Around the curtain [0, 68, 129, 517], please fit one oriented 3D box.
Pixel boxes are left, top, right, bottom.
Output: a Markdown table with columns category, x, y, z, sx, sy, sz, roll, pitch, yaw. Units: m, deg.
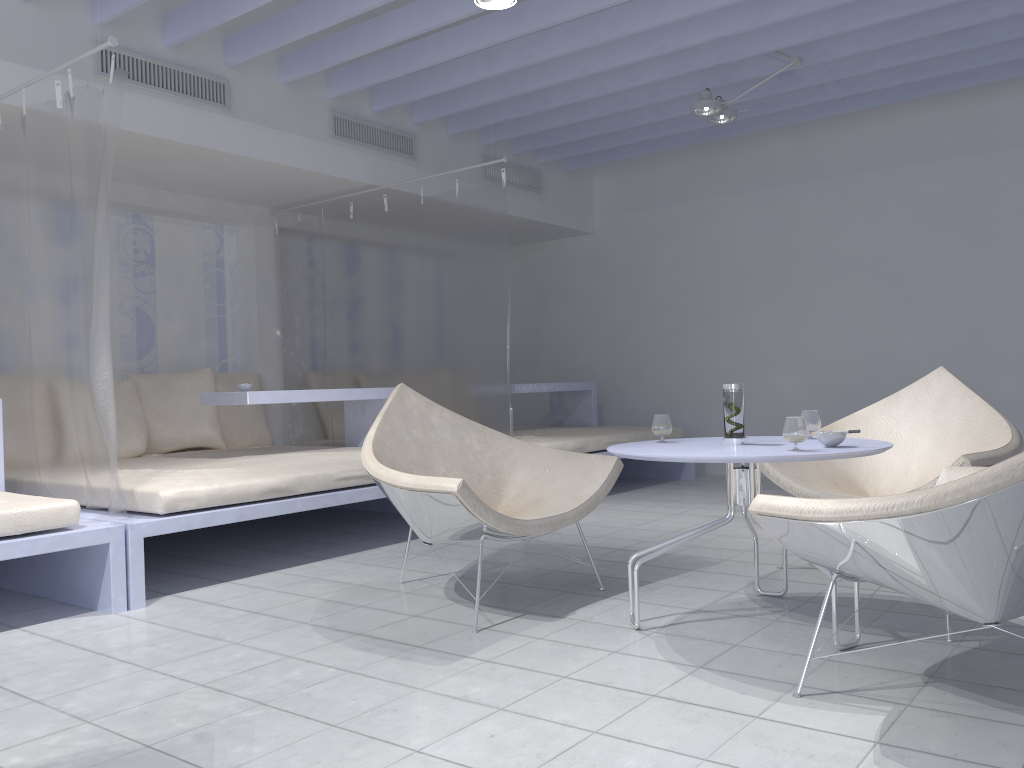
| category | x | y | z | sx | sy | sz | roll | pitch | yaw |
| --- | --- | --- | --- | --- | --- | --- | --- | --- | --- |
| curtain | -2.112 | -0.296 | 3.640 | 2.050 | 1.552 | 0.151 | -2 | 0 | 37 |

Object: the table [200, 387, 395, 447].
| category | x | y | z | sx | sy | sz | roll | pitch | yaw |
| --- | --- | --- | --- | --- | --- | --- | --- | --- | --- |
| table | -1.152 | 0.259 | 4.970 | 0.416 | 0.450 | 1.065 | -2 | 0 | 37 |

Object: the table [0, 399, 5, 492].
| category | x | y | z | sx | sy | sz | roll | pitch | yaw |
| --- | --- | --- | --- | --- | --- | --- | --- | --- | --- |
| table | -2.496 | 0.297 | 3.209 | 0.416 | 0.450 | 1.065 | -2 | 0 | 37 |

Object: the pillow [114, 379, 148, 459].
| category | x | y | z | sx | sy | sz | roll | pitch | yaw |
| --- | --- | --- | --- | --- | --- | --- | --- | --- | --- |
| pillow | -2.289 | 0.190 | 4.913 | 0.307 | 0.482 | 0.528 | -2 | 0 | 42 |

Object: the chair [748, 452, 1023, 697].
| category | x | y | z | sx | sy | sz | roll | pitch | yaw |
| --- | --- | --- | --- | --- | --- | --- | --- | --- | --- |
| chair | 1.103 | 0.322 | 1.955 | 0.906 | 0.759 | 0.753 | -2 | 0 | -35 |

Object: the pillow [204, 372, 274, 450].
| category | x | y | z | sx | sy | sz | roll | pitch | yaw |
| --- | --- | --- | --- | --- | --- | --- | --- | --- | --- |
| pillow | -1.784 | 0.176 | 5.706 | 0.230 | 0.521 | 0.524 | -2 | 0 | 35 |

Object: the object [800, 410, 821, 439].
| category | x | y | z | sx | sy | sz | roll | pitch | yaw |
| --- | --- | --- | --- | --- | --- | --- | --- | --- | --- |
| object | 0.953 | 0.130 | 2.836 | 0.068 | 0.091 | 0.068 | -2 | 0 | 27 |

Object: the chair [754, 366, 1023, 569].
| category | x | y | z | sx | sy | sz | roll | pitch | yaw |
| --- | --- | --- | --- | --- | --- | --- | --- | --- | --- |
| chair | 1.481 | 0.314 | 3.360 | 0.753 | 0.759 | 0.906 | -2 | 0 | -38 |

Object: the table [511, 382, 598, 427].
| category | x | y | z | sx | sy | sz | roll | pitch | yaw |
| --- | --- | --- | --- | --- | --- | --- | --- | --- | --- |
| table | 0.189 | 0.221 | 6.728 | 0.416 | 0.450 | 1.065 | -2 | 0 | 37 |

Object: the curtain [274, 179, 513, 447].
| category | x | y | z | sx | sy | sz | roll | pitch | yaw |
| --- | --- | --- | --- | --- | --- | --- | --- | --- | --- |
| curtain | -0.797 | -0.312 | 5.429 | 1.998 | 1.559 | 0.125 | -2 | 0 | 36 |

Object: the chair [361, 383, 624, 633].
| category | x | y | z | sx | sy | sz | roll | pitch | yaw |
| --- | --- | --- | --- | --- | --- | --- | --- | --- | --- |
| chair | -0.157 | 0.366 | 3.126 | 0.753 | 0.759 | 0.906 | -2 | 0 | 41 |

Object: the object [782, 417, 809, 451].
| category | x | y | z | sx | sy | sz | roll | pitch | yaw |
| --- | --- | --- | --- | --- | --- | --- | --- | --- | --- |
| object | 0.766 | 0.135 | 2.398 | 0.068 | 0.091 | 0.068 | -2 | 0 | 27 |

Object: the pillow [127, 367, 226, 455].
| category | x | y | z | sx | sy | sz | roll | pitch | yaw |
| --- | --- | --- | --- | --- | --- | --- | --- | --- | --- |
| pillow | -2.026 | 0.159 | 5.348 | 0.537 | 0.527 | 0.233 | -2 | 0 | -33 |

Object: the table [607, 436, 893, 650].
| category | x | y | z | sx | sy | sz | roll | pitch | yaw |
| --- | --- | --- | --- | --- | --- | --- | --- | --- | --- |
| table | 0.708 | 0.450 | 2.670 | 0.825 | 0.534 | 0.823 | -2 | 0 | 14 |

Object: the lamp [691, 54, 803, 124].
| category | x | y | z | sx | sy | sz | roll | pitch | yaw |
| --- | --- | --- | --- | --- | --- | --- | --- | --- | --- |
| lamp | 1.316 | -1.643 | 4.928 | 0.587 | 0.218 | 0.380 | -2 | 0 | 37 |

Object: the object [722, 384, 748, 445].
| category | x | y | z | sx | sy | sz | roll | pitch | yaw |
| --- | --- | --- | --- | --- | --- | --- | --- | --- | --- |
| object | 0.679 | 0.092 | 2.713 | 0.075 | 0.185 | 0.075 | -2 | 0 | 0 |

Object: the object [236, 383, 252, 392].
| category | x | y | z | sx | sy | sz | roll | pitch | yaw |
| --- | --- | --- | --- | --- | --- | --- | --- | --- | --- |
| object | -1.421 | 0.020 | 4.708 | 0.082 | 0.043 | 0.082 | -2 | 0 | -1 |

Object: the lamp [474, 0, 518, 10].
| category | x | y | z | sx | sy | sz | roll | pitch | yaw |
| --- | --- | --- | --- | --- | --- | --- | --- | --- | --- |
| lamp | 0.035 | -1.607 | 3.249 | 0.587 | 0.218 | 0.380 | -2 | 0 | 37 |

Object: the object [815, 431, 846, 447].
| category | x | y | z | sx | sy | sz | roll | pitch | yaw |
| --- | --- | --- | --- | --- | --- | --- | --- | --- | --- |
| object | 0.895 | 0.155 | 2.487 | 0.082 | 0.043 | 0.082 | -2 | 0 | 39 |

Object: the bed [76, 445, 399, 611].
| category | x | y | z | sx | sy | sz | roll | pitch | yaw |
| --- | --- | --- | --- | --- | --- | --- | --- | --- | --- |
| bed | -1.451 | 0.579 | 4.548 | 2.016 | 0.427 | 2.200 | -2 | 0 | 37 |

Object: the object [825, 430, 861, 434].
| category | x | y | z | sx | sy | sz | roll | pitch | yaw |
| --- | --- | --- | --- | --- | --- | --- | --- | --- | --- |
| object | 0.916 | 0.134 | 2.464 | 0.098 | 0.016 | 0.012 | -2 | 0 | 37 |

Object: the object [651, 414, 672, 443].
| category | x | y | z | sx | sy | sz | roll | pitch | yaw |
| --- | --- | --- | --- | --- | --- | --- | --- | --- | --- |
| object | 0.490 | 0.145 | 2.897 | 0.068 | 0.091 | 0.068 | -2 | 0 | 27 |

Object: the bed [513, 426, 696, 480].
| category | x | y | z | sx | sy | sz | roll | pitch | yaw |
| --- | --- | --- | --- | --- | --- | --- | --- | --- | --- |
| bed | -0.110 | 0.541 | 6.306 | 2.016 | 0.427 | 2.200 | -2 | 0 | 37 |

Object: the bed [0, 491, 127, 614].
| category | x | y | z | sx | sy | sz | roll | pitch | yaw |
| --- | --- | --- | --- | --- | --- | --- | --- | --- | --- |
| bed | -2.804 | 0.620 | 2.801 | 2.022 | 0.422 | 2.200 | -2 | 0 | 37 |
